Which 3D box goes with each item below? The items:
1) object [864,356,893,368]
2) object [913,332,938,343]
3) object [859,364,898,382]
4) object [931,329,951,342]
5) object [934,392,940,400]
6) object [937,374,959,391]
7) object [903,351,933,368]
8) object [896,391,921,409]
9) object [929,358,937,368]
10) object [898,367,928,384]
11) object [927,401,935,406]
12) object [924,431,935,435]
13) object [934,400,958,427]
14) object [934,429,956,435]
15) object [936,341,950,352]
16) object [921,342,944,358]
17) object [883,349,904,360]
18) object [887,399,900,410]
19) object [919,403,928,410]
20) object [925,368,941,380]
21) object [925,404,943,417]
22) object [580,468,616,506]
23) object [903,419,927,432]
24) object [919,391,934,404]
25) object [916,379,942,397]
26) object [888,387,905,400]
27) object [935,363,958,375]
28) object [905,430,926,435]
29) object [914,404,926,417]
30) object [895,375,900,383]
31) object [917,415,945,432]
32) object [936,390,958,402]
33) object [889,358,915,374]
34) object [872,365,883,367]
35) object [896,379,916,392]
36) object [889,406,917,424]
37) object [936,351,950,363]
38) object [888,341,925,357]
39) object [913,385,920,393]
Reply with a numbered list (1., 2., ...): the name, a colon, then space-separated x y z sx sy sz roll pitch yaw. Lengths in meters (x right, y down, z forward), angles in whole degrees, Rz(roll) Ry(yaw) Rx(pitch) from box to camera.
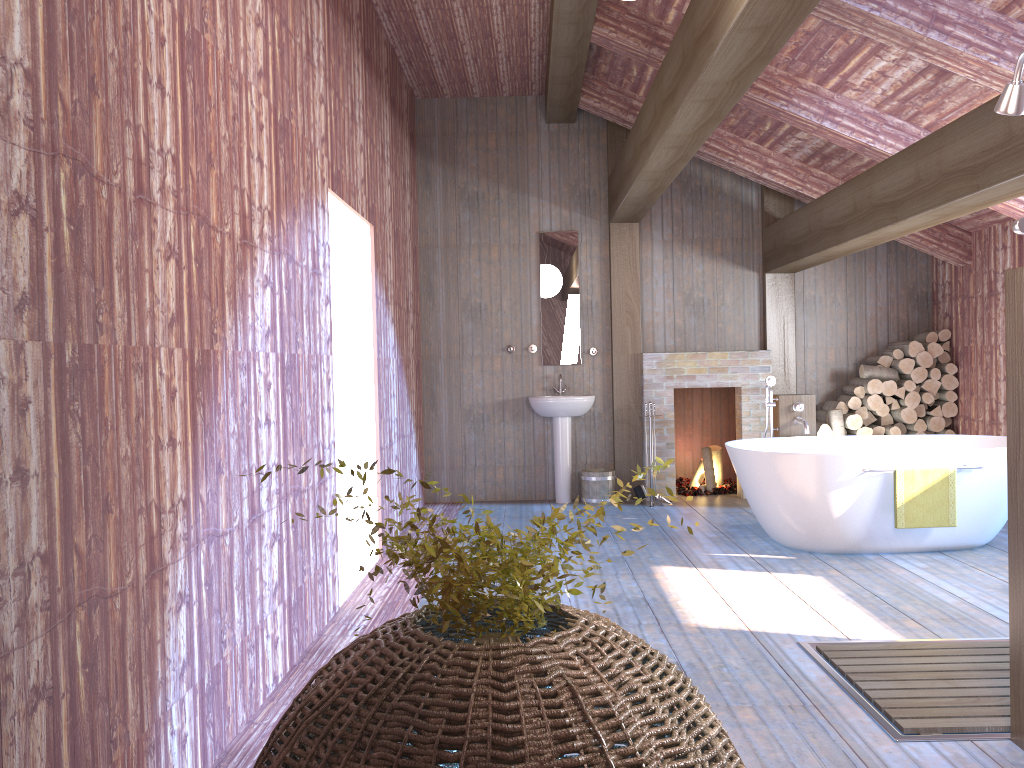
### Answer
1. object: 3.212 -0.187 7.776 0.140 0.121 0.319 -1 1 2
2. object: 3.591 -0.388 7.706 0.104 0.121 0.270 -1 1 2
3. object: 3.132 -0.091 7.580 0.302 0.157 0.121 -1 1 2
4. object: 3.697 -0.414 7.705 0.112 0.113 0.271 -1 1 1
5. object: 3.641 0.097 7.724 0.088 0.092 0.280 -1 1 2
6. object: 3.691 -0.022 7.680 0.147 0.152 0.439 -1 1 1
7. object: 3.467 -0.210 7.677 0.141 0.143 0.437 -1 1 -1
8. object: 3.379 0.135 7.684 0.136 0.157 0.439 -1 1 2
9. object: 3.591 -0.175 7.776 0.132 0.119 0.319 -1 1 2
10. object: 3.431 -0.073 7.679 0.143 0.151 0.440 -1 1 1
11. object: 3.580 0.155 7.669 0.067 0.069 0.177 -1 1 1
12. object: 3.575 0.451 7.787 0.118 0.106 0.319 -1 1 -1
13. object: 3.696 0.262 7.692 0.137 0.256 0.439 -1 1 1
14. object: 3.689 0.448 7.707 0.139 0.137 0.455 -1 1 -1
15. object: 3.703 -0.329 7.722 0.081 0.100 0.281 -1 1 1
16. object: 3.574 -0.289 7.693 0.133 0.142 0.456 -1 1 2
17. object: 3.295 -0.257 7.667 0.094 0.097 0.227 -1 1 2
18. object: 3.273 0.170 7.689 0.085 0.096 0.280 -1 1 2
19. object: 3.522 0.193 7.670 0.065 0.069 0.177 -1 1 0
20. object: 3.570 -0.089 7.675 0.089 0.106 0.437 -1 1 2
21. object: 3.580 0.219 7.683 0.115 0.112 0.423 -1 1 1
22. object: 0.754 0.899 7.744 0.309 0.290 0.308 -1 1 11
23. object: 3.456 0.349 7.662 0.114 0.113 0.301 -1 1 -1
24. object: 3.507 0.110 7.680 0.102 0.109 0.438 -1 1 1
25. object: 3.541 0.028 7.708 0.172 0.151 0.482 -1 1 2
26. object: 3.266 0.080 7.680 0.109 0.124 0.424 -1 1 0
27. object: 3.701 -0.136 7.674 0.102 0.109 0.438 -1 1 1
28. object: 3.461 0.457 7.660 0.116 0.117 0.289 -1 1 -1
29. object: 3.453 0.221 7.671 0.111 0.118 0.302 -1 1 0
30. object: 3.282 -0.056 7.778 0.121 0.124 0.291 -1 1 2
31. object: 3.582 0.336 7.693 0.137 0.133 0.437 -1 1 -1
32. object: 3.702 0.096 7.679 0.102 0.109 0.438 -1 1 1
33. object: 3.331 -0.160 7.696 0.139 0.148 0.458 -1 1 1
34. object: 3.161 -0.101 7.777 0.113 0.130 0.291 -1 1 2
35. object: 3.354 0.007 7.678 0.102 0.109 0.438 -1 1 1
36. object: 3.339 0.260 7.686 0.141 0.143 0.437 -1 1 -1
37. object: 3.697 -0.232 7.709 0.107 0.115 0.269 -1 1 2
38. object: 3.414 -0.301 7.693 0.135 0.139 0.456 -1 1 2
39. object: 3.429 0.053 7.660 0.095 0.090 0.278 -1 1 2
